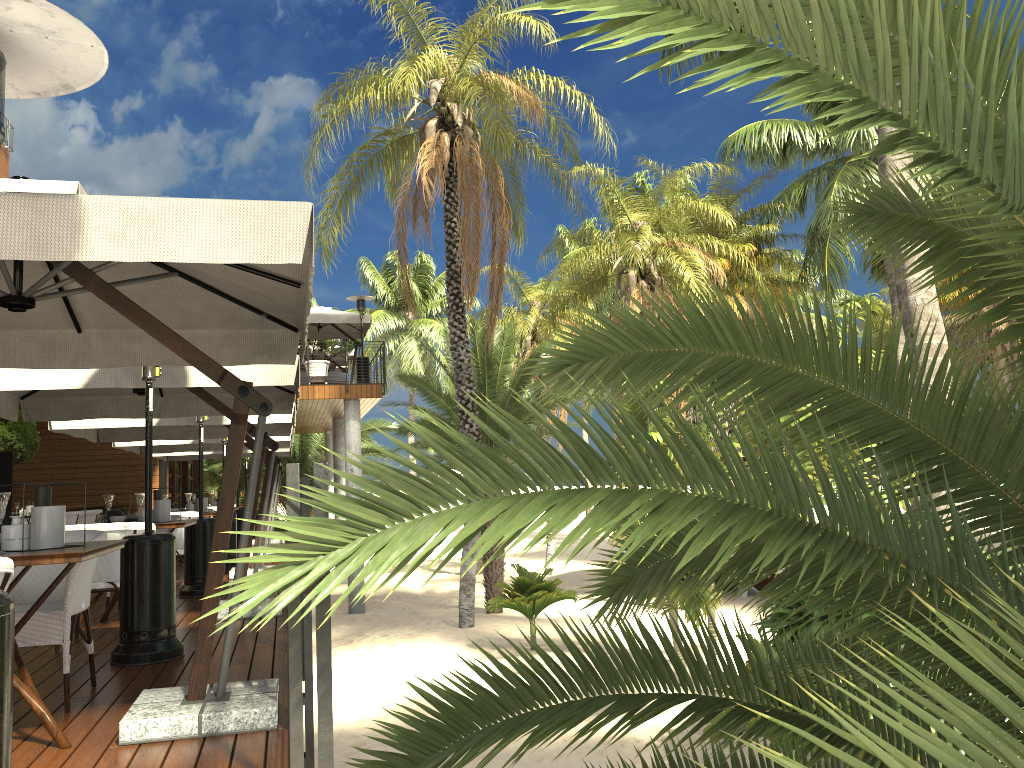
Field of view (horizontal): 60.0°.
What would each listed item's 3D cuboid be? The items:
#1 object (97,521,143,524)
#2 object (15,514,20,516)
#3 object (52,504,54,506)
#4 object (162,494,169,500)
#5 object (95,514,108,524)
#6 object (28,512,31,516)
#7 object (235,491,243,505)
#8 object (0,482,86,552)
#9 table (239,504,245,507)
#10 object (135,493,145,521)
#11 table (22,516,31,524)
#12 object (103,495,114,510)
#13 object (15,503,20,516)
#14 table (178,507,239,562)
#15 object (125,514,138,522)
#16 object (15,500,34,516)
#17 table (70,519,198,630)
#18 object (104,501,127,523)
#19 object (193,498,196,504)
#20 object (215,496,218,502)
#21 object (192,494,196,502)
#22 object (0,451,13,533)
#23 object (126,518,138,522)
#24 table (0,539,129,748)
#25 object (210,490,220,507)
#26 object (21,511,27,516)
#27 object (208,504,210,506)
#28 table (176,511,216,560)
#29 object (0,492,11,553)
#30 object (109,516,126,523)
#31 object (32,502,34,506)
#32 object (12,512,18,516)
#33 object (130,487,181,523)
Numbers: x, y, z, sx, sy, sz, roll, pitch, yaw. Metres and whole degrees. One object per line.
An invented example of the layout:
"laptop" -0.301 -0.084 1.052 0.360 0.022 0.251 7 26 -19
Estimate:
"object" -2.859 1.021 6.481 0.294 0.025 0.170 -1 -7 -14
"object" -8.483 2.249 15.214 0.080 0.042 0.080 0 -7 -25
"object" -8.066 2.194 15.528 0.167 0.179 0.163 -7 -8 34
"object" -4.011 1.389 10.251 0.082 0.227 0.082 1 -8 -25
"object" -3.048 1.010 6.580 0.086 0.086 0.086 -2 -7 -10
"object" -8.255 2.231 15.251 0.116 0.065 0.116 1 -8 -32
"object" -5.250 2.143 16.646 0.263 0.264 0.263 -7 -8 30
"object" -1.939 0.539 3.613 0.263 0.264 0.263 -7 -8 30
"table" -5.400 2.645 16.509 0.931 0.751 0.929 -1 -7 -14
"object" -2.778 0.929 6.632 0.082 0.227 0.082 -1 -7 -13
"table" -8.408 2.663 15.380 1.166 0.751 1.163 -2 -7 -9
"object" -3.186 0.990 7.006 0.082 0.227 0.082 -1 -7 -13
"object" -8.437 2.139 15.112 0.082 0.227 0.082 -8 -9 37
"table" -4.572 2.244 13.250 0.931 0.751 0.929 -1 -7 -14
"object" -3.011 1.065 6.994 0.116 0.065 0.115 -2 -7 -10
"object" -8.440 2.160 15.432 0.263 0.264 0.263 -7 -8 31
"table" -2.920 1.444 6.747 0.931 0.751 0.929 -1 -7 -14
"object" -3.058 0.989 6.808 0.168 0.179 0.162 -1 -7 -16
"object" -4.708 1.786 13.290 0.163 0.179 0.167 -1 -7 -12
"object" -5.541 2.190 16.568 0.163 0.179 0.167 -1 -7 -12
"object" -4.833 1.787 13.486 0.082 0.227 0.082 -1 -7 -13
"object" -4.570 1.260 7.307 0.768 1.400 0.770 1 -8 -30
"object" -2.848 1.030 6.647 0.080 0.042 0.080 0 -7 -23
"table" -2.094 1.044 3.495 0.931 0.751 0.929 -1 -7 -14
"object" -4.417 1.739 13.368 0.263 0.264 0.263 -7 -8 30
"object" -8.334 2.212 15.145 0.086 0.086 0.086 -1 -7 -13
"object" -4.657 1.862 13.474 0.116 0.065 0.115 -1 -7 -16
"table" -3.746 1.844 9.998 0.931 0.751 0.929 -1 -7 -14
"object" -1.946 0.526 3.357 0.082 0.227 0.082 -1 -7 -13
"object" -2.944 1.021 6.622 0.116 0.065 0.115 -2 -7 -10
"object" -8.458 2.207 15.713 0.082 0.227 0.082 -8 -9 37
"object" -8.588 2.250 15.286 0.116 0.065 0.116 -7 -8 35
"object" -2.771 0.942 6.888 0.263 0.264 0.263 -7 -8 30
